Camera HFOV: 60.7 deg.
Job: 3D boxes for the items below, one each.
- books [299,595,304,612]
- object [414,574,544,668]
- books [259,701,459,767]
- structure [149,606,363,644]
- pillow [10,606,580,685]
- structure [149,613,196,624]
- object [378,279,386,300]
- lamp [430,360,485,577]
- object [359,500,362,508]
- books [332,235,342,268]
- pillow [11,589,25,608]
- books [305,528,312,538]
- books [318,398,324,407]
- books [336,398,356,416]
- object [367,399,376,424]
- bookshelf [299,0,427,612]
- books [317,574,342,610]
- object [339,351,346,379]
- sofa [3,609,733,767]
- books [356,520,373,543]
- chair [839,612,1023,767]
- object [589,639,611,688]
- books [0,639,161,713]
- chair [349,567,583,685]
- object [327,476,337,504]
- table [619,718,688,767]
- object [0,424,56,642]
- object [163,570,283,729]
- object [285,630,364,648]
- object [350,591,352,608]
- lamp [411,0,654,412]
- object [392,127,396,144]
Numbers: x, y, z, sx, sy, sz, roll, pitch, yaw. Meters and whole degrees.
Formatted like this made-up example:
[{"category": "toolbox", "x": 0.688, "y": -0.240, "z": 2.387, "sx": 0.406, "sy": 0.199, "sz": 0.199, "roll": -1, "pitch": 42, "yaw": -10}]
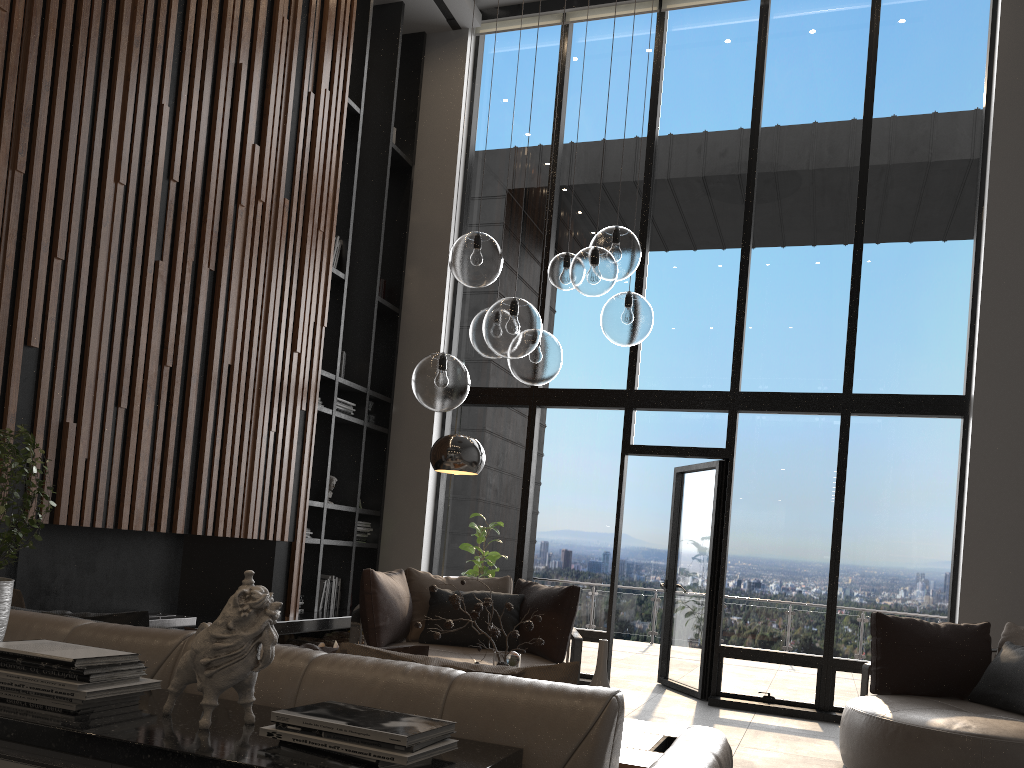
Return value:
[{"category": "books", "x": -1.795, "y": 1.697, "z": 6.798, "sx": 0.218, "sy": 0.126, "sz": 0.344, "roll": 2, "pitch": -10, "yaw": 19}, {"category": "object", "x": -0.153, "y": 1.119, "z": 3.749, "sx": 0.543, "sy": 0.597, "sz": 0.320, "roll": 6, "pitch": -4, "yaw": -9}, {"category": "books", "x": -0.255, "y": 0.598, "z": 1.500, "sx": 0.293, "sy": 0.054, "sz": 0.187, "roll": 0, "pitch": -11, "yaw": 24}, {"category": "structure", "x": -2.360, "y": 1.559, "z": 4.809, "sx": 0.665, "sy": 0.452, "sz": 6.655, "roll": 2, "pitch": -11, "yaw": 20}, {"category": "pillow", "x": -0.718, "y": 0.860, "z": 2.354, "sx": 1.936, "sy": 0.494, "sz": 0.552, "roll": 1, "pitch": -8, "yaw": 19}, {"category": "structure", "x": -2.256, "y": 1.427, "z": 5.248, "sx": 0.298, "sy": 0.102, "sz": 0.724, "roll": 1, "pitch": -11, "yaw": 20}, {"category": "object", "x": -1.196, "y": -0.820, "z": 7.872, "sx": 0.102, "sy": 0.228, "sz": 0.102, "roll": 5, "pitch": -3, "yaw": 5}, {"category": "lamp", "x": -0.406, "y": 0.997, "z": 5.885, "sx": 0.320, "sy": 2.309, "sz": 2.059, "roll": 5, "pitch": -6, "yaw": -3}, {"category": "object", "x": -1.417, "y": 0.966, "z": 7.754, "sx": 0.130, "sy": 0.278, "sz": 0.256, "roll": 4, "pitch": -6, "yaw": 13}, {"category": "books", "x": -1.523, "y": -1.064, "z": 6.911, "sx": 0.185, "sy": 0.296, "sz": 0.374, "roll": 3, "pitch": -8, "yaw": 20}, {"category": "pillow", "x": -1.985, "y": 0.868, "z": 2.923, "sx": 0.771, "sy": 0.541, "sz": 1.388, "roll": 11, "pitch": -12, "yaw": -39}, {"category": "books", "x": -1.724, "y": 1.147, "z": 6.808, "sx": 0.218, "sy": 0.077, "sz": 0.329, "roll": 1, "pitch": -11, "yaw": 19}, {"category": "books", "x": -1.653, "y": 0.127, "z": 6.862, "sx": 0.326, "sy": 0.071, "sz": 0.178, "roll": 1, "pitch": -10, "yaw": 19}, {"category": "books", "x": -1.478, "y": 0.202, "z": 7.318, "sx": 0.218, "sy": 0.127, "sz": 0.328, "roll": 2, "pitch": -10, "yaw": 20}, {"category": "object", "x": -1.272, "y": 0.254, "z": 7.763, "sx": 0.059, "sy": 0.231, "sz": 0.191, "roll": 4, "pitch": -5, "yaw": 23}, {"category": "bookshelf", "x": -1.412, "y": -0.759, "z": 7.332, "sx": 0.337, "sy": 5.267, "sz": 1.475, "roll": 4, "pitch": -3, "yaw": 20}, {"category": "books", "x": -1.591, "y": 1.740, "z": 7.325, "sx": 0.174, "sy": 0.284, "sz": 0.338, "roll": 3, "pitch": -7, "yaw": 20}, {"category": "object", "x": -1.457, "y": -0.140, "z": 7.324, "sx": 0.104, "sy": 0.257, "sz": 0.105, "roll": 5, "pitch": -3, "yaw": 0}, {"category": "sofa", "x": -0.926, "y": 1.135, "z": 2.929, "sx": 3.235, "sy": 0.810, "sz": 1.911, "roll": 1, "pitch": -10, "yaw": 20}, {"category": "books", "x": -1.416, "y": 1.294, "z": 7.722, "sx": 0.217, "sy": 0.188, "sz": 0.380, "roll": 2, "pitch": -9, "yaw": 20}, {"category": "chair", "x": 2.628, "y": 1.777, "z": 4.871, "sx": 1.442, "sy": 0.889, "sz": 1.506, "roll": -1, "pitch": -11, "yaw": 36}, {"category": "object", "x": 0.262, "y": 1.193, "z": 3.435, "sx": 0.315, "sy": 0.394, "sz": 0.324, "roll": 1, "pitch": -7, "yaw": 39}, {"category": "books", "x": -0.893, "y": 0.567, "z": 1.714, "sx": 0.347, "sy": 0.099, "sz": 0.197, "roll": 1, "pitch": -10, "yaw": 20}, {"category": "chair", "x": -0.307, "y": 1.676, "z": 5.642, "sx": 1.464, "sy": 0.889, "sz": 1.483, "roll": 13, "pitch": -12, "yaw": -43}, {"category": "object", "x": -1.544, "y": 0.882, "z": 7.286, "sx": 0.139, "sy": 0.242, "sz": 0.137, "roll": 7, "pitch": -5, "yaw": -29}, {"category": "table", "x": -0.014, "y": 1.591, "z": 3.674, "sx": 1.449, "sy": 0.351, "sz": 0.914, "roll": 1, "pitch": -10, "yaw": 20}, {"category": "object", "x": -1.162, "y": 0.329, "z": 1.843, "sx": 0.385, "sy": 0.571, "sz": 0.218, "roll": 5, "pitch": -3, "yaw": 1}, {"category": "object", "x": -0.534, "y": 0.483, "z": 1.615, "sx": 0.207, "sy": 0.287, "sz": 0.137, "roll": 1, "pitch": -5, "yaw": 39}, {"category": "object", "x": -1.803, "y": 1.876, "z": 5.868, "sx": 0.434, "sy": 0.385, "sz": 4.115, "roll": 2, "pitch": -11, "yaw": 21}, {"category": "object", "x": -1.433, "y": 1.829, "z": 7.669, "sx": 0.081, "sy": 0.264, "sz": 0.082, "roll": 3, "pitch": -3, "yaw": 42}, {"category": "lamp", "x": 0.290, "y": -2.287, "z": 3.807, "sx": 1.227, "sy": 4.952, "sz": 1.244, "roll": 4, "pitch": -2, "yaw": 17}, {"category": "object", "x": -1.120, "y": -2.187, "z": 7.855, "sx": 0.083, "sy": 0.258, "sz": 0.136, "roll": 3, "pitch": -4, "yaw": 30}]
